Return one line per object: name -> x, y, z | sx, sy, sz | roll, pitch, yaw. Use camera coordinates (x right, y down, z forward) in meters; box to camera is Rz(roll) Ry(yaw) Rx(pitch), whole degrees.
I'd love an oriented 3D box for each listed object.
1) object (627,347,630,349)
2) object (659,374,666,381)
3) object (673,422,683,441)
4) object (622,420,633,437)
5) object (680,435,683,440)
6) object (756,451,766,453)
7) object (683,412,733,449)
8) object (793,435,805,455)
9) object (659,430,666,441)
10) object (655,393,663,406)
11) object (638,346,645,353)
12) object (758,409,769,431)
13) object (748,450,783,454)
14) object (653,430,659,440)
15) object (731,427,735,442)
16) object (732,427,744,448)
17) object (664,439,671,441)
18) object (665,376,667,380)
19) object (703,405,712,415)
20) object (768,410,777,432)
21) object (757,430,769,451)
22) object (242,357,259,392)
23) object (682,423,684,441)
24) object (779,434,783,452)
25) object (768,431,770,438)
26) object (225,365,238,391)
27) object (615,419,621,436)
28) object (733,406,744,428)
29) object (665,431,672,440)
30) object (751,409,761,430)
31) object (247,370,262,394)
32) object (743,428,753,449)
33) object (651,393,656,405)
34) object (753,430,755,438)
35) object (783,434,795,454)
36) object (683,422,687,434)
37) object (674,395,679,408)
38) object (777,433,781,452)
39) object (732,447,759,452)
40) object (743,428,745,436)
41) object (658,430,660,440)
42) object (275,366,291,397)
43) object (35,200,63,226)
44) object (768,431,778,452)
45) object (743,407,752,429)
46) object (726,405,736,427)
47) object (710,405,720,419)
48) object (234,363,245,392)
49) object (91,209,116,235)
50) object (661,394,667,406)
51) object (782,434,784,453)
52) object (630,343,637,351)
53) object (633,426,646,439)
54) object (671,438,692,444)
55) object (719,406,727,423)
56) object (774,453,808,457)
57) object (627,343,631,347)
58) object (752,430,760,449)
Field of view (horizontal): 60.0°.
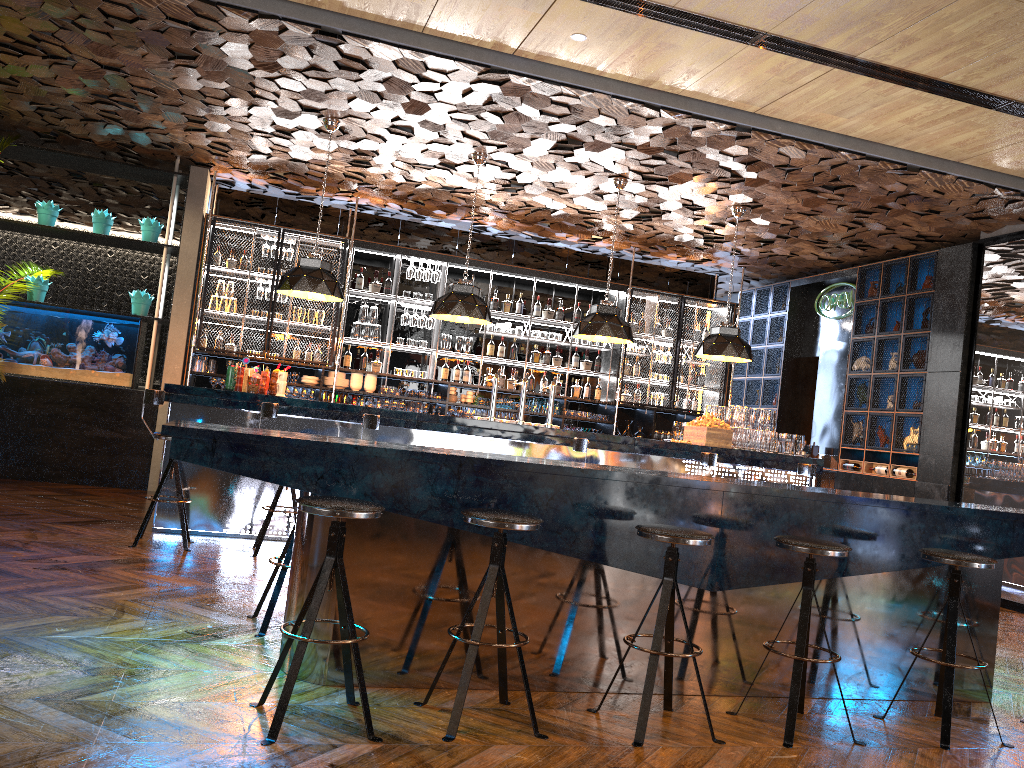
object -> 1.487, -0.493, 11.457 | 0.089, 0.092, 0.089 | 6, -3, 9
object -> 1.975, -0.078, 11.652 | 0.089, 0.092, 0.089 | 7, -3, -16
object -> 1.707, 0.497, 9.153 | 0.105, 0.209, 0.105 | 6, -3, 8
object -> 1.495, 0.626, 11.438 | 0.170, 0.313, 0.170 | 8, -3, -22
object -> 2.196, 0.752, 11.517 | 0.079, 0.231, 0.079 | 6, -3, 19
object -> 2.582, 0.701, 9.315 | 0.273, 0.019, 0.437 | 7, -3, -17
object -> 1.924, 0.440, 8.612 | 0.340, 0.332, 0.464 | 7, -3, -13
object -> 2.842, 0.612, 8.797 | 0.105, 0.209, 0.105 | 9, -3, -42
object -> 1.936, 0.718, 11.440 | 0.079, 0.231, 0.079 | 8, -3, -20
object -> 1.913, 0.221, 11.564 | 0.105, 0.209, 0.105 | 8, -3, -32
object -> 1.685, -0.444, 11.529 | 0.089, 0.092, 0.089 | 5, -3, 34
object -> 2.479, 0.354, 8.724 | 0.105, 0.209, 0.105 | 6, -3, 8
object -> 2.460, 0.663, 8.797 | 0.273, 0.019, 0.437 | 7, -3, -17
object -> 1.839, 0.706, 11.409 | 0.079, 0.231, 0.079 | 6, -3, 19
object -> 2.165, 0.526, 8.676 | 0.105, 0.209, 0.105 | 6, -3, 8
object -> 2.187, 0.524, 8.562 | 0.105, 0.209, 0.105 | 6, -3, 8
object -> 1.764, 0.594, 9.048 | 0.273, 0.019, 0.437 | 7, -3, -17
object -> 2.009, -0.068, 11.779 | 0.089, 0.092, 0.089 | 9, -3, -41
object -> 2.029, 0.322, 9.169 | 0.105, 0.209, 0.105 | 6, -3, 8
object -> 2.564, 0.365, 8.755 | 0.105, 0.209, 0.105 | 6, -3, 8
object -> 2.453, 0.558, 8.652 | 0.105, 0.209, 0.105 | 6, -3, 8
object -> -2.225, -0.074, 7.520 | 0.116, 0.298, 0.105 | 6, -3, 14
object -> 1.814, 0.511, 9.193 | 0.105, 0.209, 0.105 | 6, -3, 8
object -> 2.774, 0.615, 9.035 | 0.105, 0.209, 0.105 | 6, -3, 8
object -> 2.533, 0.575, 8.804 | 0.105, 0.209, 0.105 | 6, -3, 8
object -> -2.298, -0.063, 7.261 | 0.086, 0.237, 0.084 | 6, -3, 2
object -> 1.326, 0.606, 11.387 | 0.186, 0.307, 0.186 | 7, -3, -11
object -> 2.213, 0.319, 8.635 | 0.105, 0.209, 0.105 | 6, -3, 8
object -> 2.015, 0.729, 11.466 | 0.079, 0.231, 0.079 | 9, -3, -40
object -> 2.436, 0.354, 8.833 | 0.105, 0.209, 0.105 | 6, -3, 8
object -> -2.127, -0.018, 7.310 | 0.110, 0.191, 0.131 | 7, -3, -5
object -> 2.289, 0.537, 8.607 | 0.105, 0.209, 0.105 | 6, -3, 8
object -> 1.873, 0.221, 11.672 | 0.105, 0.209, 0.105 | 8, -3, -32
object -> 2.396, 0.562, 8.879 | 0.105, 0.209, 0.105 | 6, -3, 8
object -> 2.736, 0.599, 8.777 | 0.105, 0.209, 0.105 | 9, -3, -42
object -> 1.776, 0.495, 8.935 | 0.105, 0.209, 0.105 | 9, -3, -42
object -> 2.130, 0.249, 11.632 | 0.105, 0.209, 0.105 | 8, -3, -32
object -> 2.667, 0.601, 8.996 | 0.105, 0.209, 0.105 | 6, -3, 8
object -> 2.194, 0.629, 8.708 | 0.273, 0.019, 0.437 | 7, -3, -17
object -> 2.267, 0.540, 8.714 | 0.105, 0.209, 0.105 | 6, -3, 8
object -> 1.882, 0.716, 11.517 | 0.079, 0.231, 0.079 | 9, -3, -37
object -> -1.912, -0.026, 7.389 | 0.081, 0.264, 0.099 | 6, -3, 4
object -> -4.990, -1.821, 9.505 | 0.245, 0.325, 0.265 | 5, -3, 37
object -> 2.555, 0.572, 8.696 | 0.105, 0.209, 0.105 | 6, -3, 8
object -> 2.298, 0.331, 8.665 | 0.105, 0.209, 0.105 | 6, -3, 8
object -> 2.170, 0.319, 8.744 | 0.105, 0.209, 0.105 | 6, -3, 8
object -> 2.071, 0.322, 9.060 | 0.105, 0.209, 0.105 | 6, -3, 8
object -> -2.287, -0.060, 7.415 | 0.078, 0.246, 0.084 | 7, -3, -18
object -> -4.460, -1.752, 9.668 | 0.255, 0.325, 0.244 | 6, -3, 10
object -> 2.010, 0.236, 11.658 | 0.105, 0.209, 0.105 | 8, -3, -32
object -> 2.761, 0.607, 8.898 | 0.105, 0.209, 0.105 | 6, -3, 8
object -> 1.579, -0.478, 11.510 | 0.089, 0.092, 0.089 | 6, -3, 9
object -> 1.642, 0.675, 11.422 | 0.158, 0.248, 0.158 | 8, -3, -22
object -> 1.601, 0.546, 8.413 | 0.198, 0.045, 0.377 | 6, -3, 22
object -> 2.156, 0.334, 9.090 | 0.105, 0.209, 0.105 | 6, -3, 8
object -> 2.723, 0.698, 8.890 | 0.273, 0.019, 0.437 | 7, -3, -17
object -> 1.490, -0.519, 11.458 | 0.089, 0.092, 0.089 | 6, -3, 9
object -> 2.431, 0.561, 8.766 | 0.105, 0.209, 0.105 | 6, -3, 8
